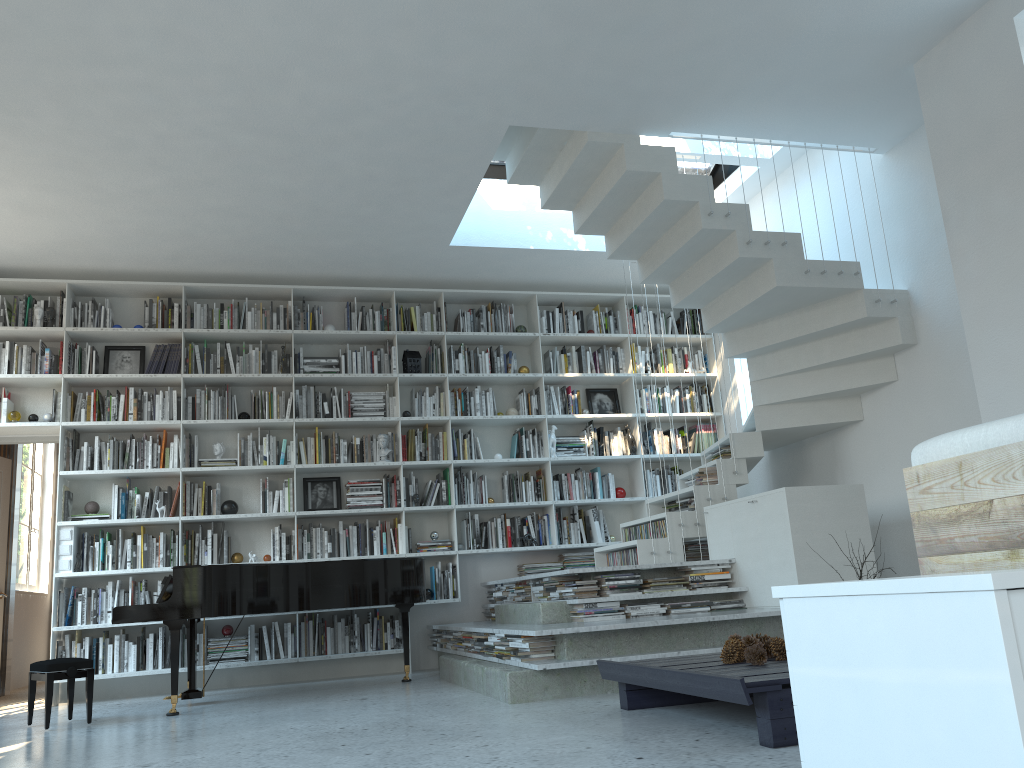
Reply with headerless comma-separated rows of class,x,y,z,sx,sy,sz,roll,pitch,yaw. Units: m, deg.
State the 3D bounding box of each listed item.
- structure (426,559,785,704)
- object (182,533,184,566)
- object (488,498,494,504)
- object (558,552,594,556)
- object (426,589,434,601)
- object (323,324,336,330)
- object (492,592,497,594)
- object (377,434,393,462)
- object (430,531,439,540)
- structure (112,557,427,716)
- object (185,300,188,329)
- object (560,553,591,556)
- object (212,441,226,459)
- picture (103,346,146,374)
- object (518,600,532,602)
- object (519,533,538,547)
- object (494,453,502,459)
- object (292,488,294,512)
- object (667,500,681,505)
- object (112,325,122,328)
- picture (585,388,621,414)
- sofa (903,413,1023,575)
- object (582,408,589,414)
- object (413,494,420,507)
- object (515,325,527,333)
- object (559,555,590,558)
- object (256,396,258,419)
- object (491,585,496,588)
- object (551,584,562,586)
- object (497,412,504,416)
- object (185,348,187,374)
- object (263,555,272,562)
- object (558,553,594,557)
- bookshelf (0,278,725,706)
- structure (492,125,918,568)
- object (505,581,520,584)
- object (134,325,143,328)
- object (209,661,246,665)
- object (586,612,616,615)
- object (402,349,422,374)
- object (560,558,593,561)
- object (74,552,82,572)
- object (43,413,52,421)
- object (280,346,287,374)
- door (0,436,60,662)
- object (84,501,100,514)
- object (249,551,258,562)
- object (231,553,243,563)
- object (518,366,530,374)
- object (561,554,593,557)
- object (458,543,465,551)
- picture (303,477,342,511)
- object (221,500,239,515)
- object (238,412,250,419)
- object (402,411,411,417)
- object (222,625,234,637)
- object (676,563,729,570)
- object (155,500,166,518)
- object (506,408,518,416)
structure,0.982,1.605,6.146,2.899,0.657,3.121,0,-14,-16
object,-2.507,1.277,6.779,0.012,0.253,0.161,0,-14,-16
object,-0.184,0.994,7.476,0.071,0.072,0.072,-13,-16,32
object,0.551,1.451,7.581,0.285,0.005,0.160,-2,-14,-11
object,-0.672,1.677,7.063,0.094,0.094,0.094,-13,-16,32
object,-1.529,-0.447,7.434,0.105,0.105,0.105,6,-17,-37
object,-0.077,1.713,7.280,0.135,0.011,0.222,-1,-14,-12
object,-1.045,0.530,7.223,0.138,0.243,0.137,-15,-17,38
object,-0.630,1.232,7.202,0.071,0.072,0.072,-13,-16,32
structure,-1.468,1.600,5.786,1.918,0.830,1.338,0,-14,-16
object,-2.638,-0.518,7.192,0.012,0.284,0.160,0,-14,-16
object,0.549,1.459,7.589,0.254,0.005,0.161,-1,-14,-15
object,-2.320,0.528,7.014,0.095,0.156,0.121,-4,-13,-2
picture,-3.073,-0.163,7.030,0.300,0.299,0.078,0,-14,-16
object,0.153,1.571,6.435,0.145,0.010,0.267,1,-14,-20
object,0.137,1.291,7.328,0.160,0.113,0.065,3,-15,-28
object,-0.118,0.628,7.549,0.071,0.072,0.072,-13,-16,32
object,-1.751,0.941,7.092,0.017,0.215,0.104,0,-14,-16
object,1.309,0.913,6.862,0.161,0.025,0.175,-1,-14,-12
object,-3.114,-0.427,6.996,0.083,0.083,0.083,6,-17,-37
picture,0.831,0.182,8.040,0.300,0.299,0.078,0,-14,-16
sofa,1.957,0.338,1.683,2.194,0.852,0.873,0,-14,-16
object,0.641,0.262,7.873,0.091,0.092,0.092,-13,-16,32
object,-0.773,0.941,7.170,0.054,0.113,0.079,0,-14,-17
object,0.079,-0.467,7.834,0.104,0.105,0.104,-13,-16,32
object,0.549,1.475,7.587,0.254,0.005,0.161,0,-14,-16
object,-2.063,0.220,7.175,0.010,0.225,0.143,0,-14,-16
object,-0.077,1.663,7.293,0.131,0.024,0.291,-1,-14,-14
object,0.348,1.303,5.762,0.142,0.006,0.204,0,-14,-18
object,-0.104,0.278,7.665,0.068,0.068,0.068,6,-17,-37
object,-2.611,-0.147,7.106,0.012,0.253,0.161,0,-14,-16
object,-1.895,1.352,6.870,0.061,0.062,0.061,-13,-16,32
object,0.548,1.465,7.590,0.285,0.005,0.160,0,-14,-16
bookshelf,-1.126,0.754,7.226,6.296,3.134,0.331,0,-13,-16
structure,1.094,-0.132,6.205,2.613,3.373,1.959,0,-14,-16
object,0.063,1.506,6.734,0.159,0.007,0.286,1,-14,-19
object,-2.963,-0.427,7.038,0.083,0.083,0.083,6,-17,-37
object,-2.136,2.094,6.671,0.254,0.007,0.161,-1,-14,-13
object,0.500,1.364,5.268,0.204,0.004,0.140,-1,-14,-13
object,-0.848,-0.172,7.523,0.135,0.247,0.136,2,-15,-25
object,0.548,1.501,7.580,0.254,0.005,0.161,0,-14,-16
object,-3.153,1.298,6.438,0.045,0.146,0.045,-9,-14,22
object,-3.509,0.256,6.711,0.071,0.072,0.071,6,-17,-37
object,-1.843,-0.186,7.176,0.075,0.254,0.075,6,-16,-36
door,-3.874,1.462,6.935,0.834,1.975,0.788,0,-14,-16
object,-3.153,0.933,6.657,0.105,0.106,0.105,6,-17,-37
object,-1.991,1.332,6.823,0.060,0.094,0.078,-4,-13,1
object,-2.123,1.349,6.852,0.091,0.091,0.091,6,-17,-37
object,0.104,-0.108,7.758,0.100,0.101,0.101,6,-17,-37
object,0.549,1.470,7.588,0.254,0.005,0.161,0,-14,-16
object,-0.427,1.348,7.314,0.071,0.072,0.072,-13,-16,32
picture,-1.539,0.903,7.194,0.300,0.299,0.078,0,-14,-16
object,-2.202,0.972,6.914,0.134,0.135,0.134,-13,-16,32
object,-2.141,0.272,7.086,0.097,0.098,0.097,-13,-16,32
object,-0.877,0.258,7.376,0.071,0.072,0.072,-13,-16,32
object,-2.146,1.861,6.689,0.086,0.087,0.086,6,-17,-37
object,1.208,1.151,5.634,0.284,0.030,0.177,0,-14,-16
object,-2.638,0.938,6.652,0.082,0.139,0.044,4,-15,-31
object,0.000,0.263,7.723,0.112,0.112,0.112,6,-17,-37
